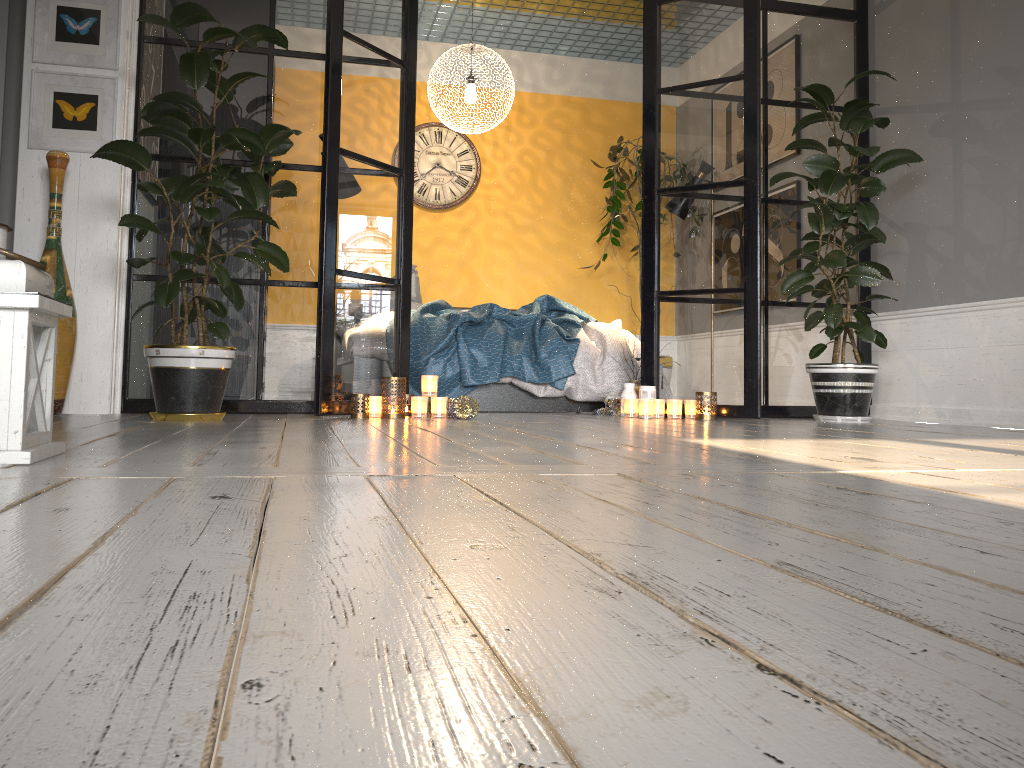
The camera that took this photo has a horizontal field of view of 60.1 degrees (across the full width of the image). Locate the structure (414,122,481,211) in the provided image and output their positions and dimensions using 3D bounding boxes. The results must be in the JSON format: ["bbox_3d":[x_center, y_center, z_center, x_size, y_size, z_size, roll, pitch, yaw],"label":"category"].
[{"bbox_3d":[-0.608,-1.781,7.224,0.726,0.727,0.070,1,-4,-14],"label":"structure"}]

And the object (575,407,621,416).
[{"bbox_3d":[0.472,0.151,4.892,0.326,0.054,0.087,1,-1,40],"label":"object"}]

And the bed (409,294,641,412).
[{"bbox_3d":[-0.201,-0.230,6.031,1.896,0.773,2.318,1,0,-13],"label":"bed"}]

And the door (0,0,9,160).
[{"bbox_3d":[-2.928,-1.038,4.151,1.037,2.316,0.177,2,-4,-14],"label":"door"}]

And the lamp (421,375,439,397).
[{"bbox_3d":[-0.382,0.010,4.110,0.080,0.099,0.080,0,-3,27],"label":"lamp"}]

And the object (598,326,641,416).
[{"bbox_3d":[0.733,-0.082,4.967,0.437,0.524,0.277,0,-3,27],"label":"object"}]

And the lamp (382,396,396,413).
[{"bbox_3d":[-0.574,0.106,4.105,0.080,0.099,0.080,0,-3,27],"label":"lamp"}]

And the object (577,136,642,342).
[{"bbox_3d":[1.112,-0.931,7.167,1.342,2.213,1.246,2,-3,-27],"label":"object"}]

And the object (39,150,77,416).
[{"bbox_3d":[-1.954,-0.429,3.753,0.215,1.128,0.215,2,-4,-19],"label":"object"}]

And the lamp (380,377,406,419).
[{"bbox_3d":[-0.536,0.062,4.008,0.115,0.188,0.114,2,-3,-15],"label":"lamp"}]

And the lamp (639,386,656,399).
[{"bbox_3d":[0.708,0.093,4.613,0.092,0.167,0.089,-2,-4,42],"label":"lamp"}]

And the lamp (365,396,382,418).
[{"bbox_3d":[-0.629,0.105,4.032,0.080,0.099,0.080,0,-3,27],"label":"lamp"}]

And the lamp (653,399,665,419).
[{"bbox_3d":[0.740,0.127,4.507,0.080,0.099,0.080,0,-3,27],"label":"lamp"}]

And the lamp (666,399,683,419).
[{"bbox_3d":[0.822,0.128,4.477,0.080,0.099,0.080,0,-3,27],"label":"lamp"}]

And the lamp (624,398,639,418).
[{"bbox_3d":[0.616,0.125,4.566,0.080,0.099,0.080,-1,-3,41],"label":"lamp"}]

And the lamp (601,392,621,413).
[{"bbox_3d":[0.563,0.111,4.920,0.108,0.132,0.096,3,-3,-43],"label":"lamp"}]

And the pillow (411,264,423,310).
[{"bbox_3d":[-0.849,-0.562,6.334,0.782,0.601,0.497,1,-2,-8],"label":"pillow"}]

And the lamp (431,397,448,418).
[{"bbox_3d":[-0.338,0.110,4.113,0.080,0.099,0.080,0,-3,27],"label":"lamp"}]

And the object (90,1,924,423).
[{"bbox_3d":[0.222,-0.729,4.161,3.894,1.802,1.008,1,-3,-14],"label":"object"}]

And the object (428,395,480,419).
[{"bbox_3d":[-0.315,0.109,4.325,0.192,0.118,0.716,1,0,-25],"label":"object"}]

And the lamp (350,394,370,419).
[{"bbox_3d":[-0.679,0.100,3.955,0.084,0.111,0.084,3,-3,-38],"label":"lamp"}]

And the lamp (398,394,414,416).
[{"bbox_3d":[-0.516,0.103,4.315,0.081,0.107,0.080,2,-2,-14],"label":"lamp"}]

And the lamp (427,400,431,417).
[{"bbox_3d":[-0.394,0.119,4.210,0.069,0.080,0.068,1,-2,-6],"label":"lamp"}]

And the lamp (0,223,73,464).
[{"bbox_3d":[-1.076,-0.091,1.780,0.286,0.479,0.286,2,-3,-15],"label":"lamp"}]

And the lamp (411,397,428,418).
[{"bbox_3d":[-0.429,0.108,4.098,0.080,0.099,0.080,0,-3,27],"label":"lamp"}]

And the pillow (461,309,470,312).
[{"bbox_3d":[-0.171,-0.455,6.497,0.484,0.228,0.592,0,-1,35],"label":"pillow"}]

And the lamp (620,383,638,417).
[{"bbox_3d":[0.622,0.086,4.695,0.092,0.180,0.092,1,-3,7],"label":"lamp"}]

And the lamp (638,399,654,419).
[{"bbox_3d":[0.675,0.126,4.446,0.080,0.099,0.080,0,-3,27],"label":"lamp"}]

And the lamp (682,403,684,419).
[{"bbox_3d":[0.854,0.133,4.571,0.063,0.091,0.063,3,-3,-32],"label":"lamp"}]

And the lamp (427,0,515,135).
[{"bbox_3d":[-0.282,-2.299,6.204,0.616,1.100,0.614,-1,-3,27],"label":"lamp"}]

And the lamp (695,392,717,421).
[{"bbox_3d":[0.964,0.110,4.392,0.107,0.141,0.107,-1,-3,40],"label":"lamp"}]

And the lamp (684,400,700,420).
[{"bbox_3d":[0.913,0.130,4.477,0.080,0.099,0.080,0,-3,27],"label":"lamp"}]

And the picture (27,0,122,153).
[{"bbox_3d":[-1.748,-1.420,3.076,0.359,0.755,1.941,2,-1,-14],"label":"picture"}]
